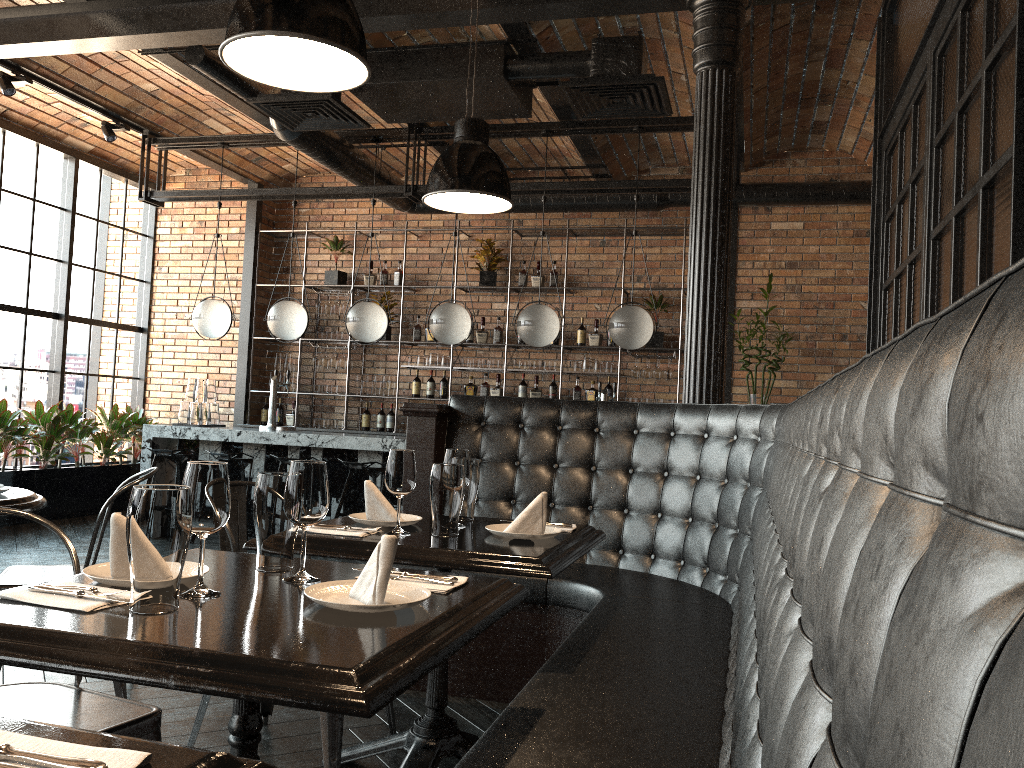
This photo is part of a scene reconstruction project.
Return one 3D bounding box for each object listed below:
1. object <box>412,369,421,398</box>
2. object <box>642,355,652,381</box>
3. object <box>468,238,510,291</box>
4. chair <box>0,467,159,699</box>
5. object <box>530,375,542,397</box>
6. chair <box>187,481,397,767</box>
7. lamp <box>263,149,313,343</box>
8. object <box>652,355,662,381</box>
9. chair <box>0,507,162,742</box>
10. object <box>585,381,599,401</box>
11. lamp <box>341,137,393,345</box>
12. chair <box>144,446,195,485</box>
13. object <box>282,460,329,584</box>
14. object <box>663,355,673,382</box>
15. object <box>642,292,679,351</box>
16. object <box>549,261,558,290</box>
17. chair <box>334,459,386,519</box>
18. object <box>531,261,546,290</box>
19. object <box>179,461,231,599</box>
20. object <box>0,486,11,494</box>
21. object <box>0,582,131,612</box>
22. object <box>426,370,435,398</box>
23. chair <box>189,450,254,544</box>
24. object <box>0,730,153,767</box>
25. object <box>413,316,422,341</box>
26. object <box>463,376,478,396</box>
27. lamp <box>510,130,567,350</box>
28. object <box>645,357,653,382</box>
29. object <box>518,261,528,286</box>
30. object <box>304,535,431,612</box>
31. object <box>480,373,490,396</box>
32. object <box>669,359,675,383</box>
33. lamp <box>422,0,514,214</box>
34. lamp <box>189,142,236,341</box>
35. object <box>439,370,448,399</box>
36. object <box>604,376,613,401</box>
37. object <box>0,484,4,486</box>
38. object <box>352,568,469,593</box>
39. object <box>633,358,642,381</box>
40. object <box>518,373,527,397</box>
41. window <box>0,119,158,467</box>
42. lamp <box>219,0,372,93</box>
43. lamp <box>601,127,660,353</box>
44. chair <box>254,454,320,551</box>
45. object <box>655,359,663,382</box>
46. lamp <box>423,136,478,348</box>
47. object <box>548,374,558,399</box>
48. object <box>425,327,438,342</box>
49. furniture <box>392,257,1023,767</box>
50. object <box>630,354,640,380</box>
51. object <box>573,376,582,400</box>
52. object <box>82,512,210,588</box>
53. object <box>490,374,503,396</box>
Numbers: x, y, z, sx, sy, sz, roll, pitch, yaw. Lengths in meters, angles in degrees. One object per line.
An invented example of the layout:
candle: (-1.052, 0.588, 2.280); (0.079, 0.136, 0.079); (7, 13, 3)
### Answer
object: (-0.983, -0.003, 9.163); (0.086, 0.299, 0.086); (4, -2, -26)
object: (1.287, -0.154, 8.463); (0.092, 0.244, 0.092); (4, -3, -36)
object: (-0.245, -1.231, 9.059); (0.425, 0.526, 0.430); (2, -2, 17)
chair: (-1.620, 0.728, 3.251); (0.558, 0.857, 0.504); (4, -2, -20)
object: (0.240, 0.053, 8.812); (0.123, 0.279, 0.123); (3, -2, 4)
chair: (-0.688, 0.757, 2.829); (0.558, 0.857, 0.504); (2, -2, 15)
lamp: (-1.881, -1.226, 7.600); (0.340, 1.754, 0.340); (4, -2, -29)
object: (1.382, -0.150, 8.437); (0.092, 0.244, 0.092); (4, -3, -36)
chair: (-1.024, 0.702, 1.802); (0.558, 0.857, 0.504); (2, -2, 25)
object: (0.788, 0.091, 8.677); (0.151, 0.248, 0.094); (2, -2, 24)
lamp: (-1.174, -1.199, 7.410); (0.340, 1.754, 0.340); (4, -2, -29)
chair: (-2.775, 0.880, 7.221); (0.475, 0.737, 0.414); (3, -2, 5)
object: (-0.424, 0.280, 1.819); (0.092, 0.244, 0.092); (1, -3, 32)
object: (1.483, -0.146, 8.410); (0.092, 0.244, 0.092); (4, -3, -36)
object: (1.388, -0.613, 8.518); (0.374, 0.560, 0.398); (3, -2, -13)
object: (0.418, -1.085, 8.837); (0.083, 0.282, 0.083); (3, -2, 0)
chair: (-1.120, 0.945, 6.775); (0.475, 0.737, 0.414); (2, -2, 25)
object: (0.266, -1.089, 8.879); (0.123, 0.279, 0.123); (2, -2, 19)
object: (-0.570, 0.267, 1.639); (0.092, 0.244, 0.092); (4, -2, -24)
object: (-1.863, 0.316, 3.072); (0.232, 0.139, 0.232); (3, -2, -15)
object: (-0.747, 0.368, 1.556); (0.255, 0.019, 0.157); (2, -2, 21)
object: (-0.835, 0.002, 9.149); (0.086, 0.298, 0.086); (4, -2, -26)
chair: (-2.224, 0.902, 7.072); (0.475, 0.737, 0.414); (2, -2, 20)
object: (-0.489, 0.354, 0.831); (0.255, 0.019, 0.157); (2, -2, 16)
object: (-0.976, -0.567, 9.183); (0.083, 0.282, 0.083); (3, -2, 0)
object: (-0.420, 0.044, 9.003); (0.151, 0.248, 0.094); (3, -2, 4)
lamp: (0.240, -1.144, 7.029); (0.340, 1.754, 0.340); (4, -2, -29)
object: (1.329, -0.146, 8.622); (0.092, 0.244, 0.092); (4, -3, -36)
object: (0.116, -1.097, 8.918); (0.083, 0.282, 0.083); (2, -2, 15)
object: (-0.264, 0.340, 1.642); (0.232, 0.139, 0.232); (3, -2, -14)
object: (-0.270, 0.032, 8.964); (0.083, 0.282, 0.083); (2, -2, 15)
object: (1.525, -0.138, 8.569); (0.092, 0.244, 0.092); (4, -3, -36)
lamp: (-0.099, -1.394, 2.838); (0.291, 1.653, 0.291); (4, -2, -30)
lamp: (-2.588, -1.254, 7.791); (0.340, 1.754, 0.340); (4, -2, -29)
object: (-0.696, 0.007, 9.082); (0.086, 0.297, 0.086); (4, -2, -26)
object: (0.942, 0.072, 8.652); (0.086, 0.298, 0.086); (4, -2, -26)
object: (-2.005, 0.370, 3.241); (0.255, 0.019, 0.157); (4, -2, -24)
object: (-0.228, 0.405, 1.861); (0.255, 0.019, 0.157); (2, -2, 16)
object: (1.223, -0.150, 8.650); (0.092, 0.244, 0.092); (4, -3, -36)
object: (0.110, 0.039, 8.870); (0.086, 0.298, 0.086); (4, -2, -26)
window: (-6.164, -0.991, 2.007); (0.168, 3.253, 16.179); (2, -2, 15)
lamp: (-0.383, -1.448, 1.774); (0.291, 1.653, 0.291); (4, -2, -30)
lamp: (0.947, -1.116, 6.839); (0.340, 1.754, 0.340); (4, -2, -29)
chair: (-1.680, 0.923, 6.926); (0.475, 0.737, 0.414); (2, -2, 10)
object: (1.425, -0.142, 8.596); (0.092, 0.244, 0.092); (4, -3, -36)
lamp: (-0.467, -1.171, 7.220); (0.340, 1.754, 0.340); (4, -2, -29)
object: (0.409, 0.050, 8.785); (0.086, 0.299, 0.086); (4, -2, -26)
object: (-0.822, -0.543, 9.140); (0.151, 0.248, 0.094); (2, -2, 19)
furniture: (-0.162, 0.560, 1.600); (1.979, 1.212, 5.451); (2, -2, 15)
object: (1.181, -0.158, 8.491); (0.092, 0.244, 0.092); (4, -3, -36)
object: (0.641, 0.067, 8.719); (0.083, 0.282, 0.083); (3, -2, 0)
object: (-0.717, 0.322, 1.752); (0.232, 0.139, 0.232); (3, -2, 0)
object: (-0.140, 0.039, 8.915); (0.123, 0.279, 0.123); (2, -2, 29)
